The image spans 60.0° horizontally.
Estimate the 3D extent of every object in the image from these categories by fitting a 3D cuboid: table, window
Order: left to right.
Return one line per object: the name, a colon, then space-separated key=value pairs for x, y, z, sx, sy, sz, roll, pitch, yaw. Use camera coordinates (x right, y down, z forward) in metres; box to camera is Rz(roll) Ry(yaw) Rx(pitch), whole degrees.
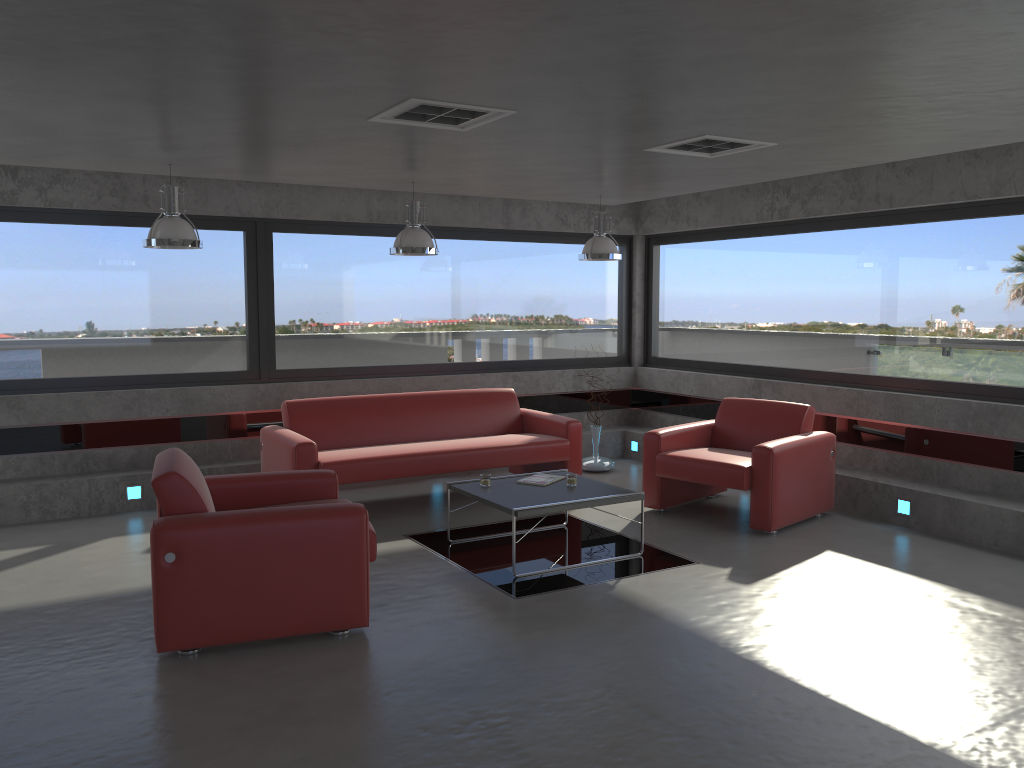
window: x=-2.103 y=-0.779 z=8.234 sx=7.800 sy=1.364 sz=0.003 roll=-3 pitch=6 yaw=-30
table: x=0.216 y=0.929 z=6.148 sx=1.018 sy=0.436 sz=0.994 roll=-3 pitch=6 yaw=-30
window: x=2.745 y=-0.773 z=8.175 sx=0.003 sy=1.364 sz=4.583 roll=-3 pitch=6 yaw=-30

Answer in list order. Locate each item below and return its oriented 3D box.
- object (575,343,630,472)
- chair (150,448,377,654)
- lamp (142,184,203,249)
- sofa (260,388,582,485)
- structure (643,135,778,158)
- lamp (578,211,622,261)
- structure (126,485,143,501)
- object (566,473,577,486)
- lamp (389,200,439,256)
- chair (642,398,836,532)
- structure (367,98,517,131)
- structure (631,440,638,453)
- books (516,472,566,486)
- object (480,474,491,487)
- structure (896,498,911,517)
object: x=0.870 y=0.231 z=9.032 sx=0.466 sy=1.289 sz=0.531 roll=-2 pitch=6 yaw=-17
chair: x=-1.373 y=0.794 z=4.912 sx=1.130 sy=0.854 sz=1.196 roll=-2 pitch=6 yaw=-20
lamp: x=-2.332 y=-1.148 z=6.080 sx=0.388 sy=0.422 sz=0.389 roll=-3 pitch=6 yaw=-30
sofa: x=-0.730 y=0.540 z=7.656 sx=2.626 sy=0.854 sz=1.120 roll=-3 pitch=6 yaw=-30
structure: x=1.188 y=-1.545 z=5.339 sx=0.563 sy=0.240 sz=0.563 roll=-3 pitch=6 yaw=-30
lamp: x=0.784 y=-1.314 z=7.876 sx=0.389 sy=0.422 sz=0.388 roll=-5 pitch=7 yaw=-41
structure: x=-3.095 y=0.892 z=7.266 sx=0.123 sy=0.123 sz=0.004 roll=-3 pitch=6 yaw=-30
object: x=0.421 y=0.675 z=6.242 sx=0.079 sy=0.077 sz=0.079 roll=-2 pitch=6 yaw=-22
lamp: x=-0.774 y=-1.231 z=6.978 sx=0.388 sy=0.422 sz=0.389 roll=-3 pitch=6 yaw=-30
chair: x=1.805 y=0.587 z=7.145 sx=1.196 sy=0.854 sz=1.130 roll=5 pitch=7 yaw=45
structure: x=-0.360 y=-1.462 z=4.447 sx=0.563 sy=0.240 sz=0.563 roll=-3 pitch=6 yaw=-30
structure: x=1.328 y=0.674 z=9.609 sx=0.004 sy=0.123 sz=0.123 roll=-3 pitch=6 yaw=-30
books: x=0.212 y=0.687 z=6.412 sx=0.228 sy=0.022 sz=0.326 roll=3 pitch=6 yaw=30
object: x=-0.187 y=0.676 z=6.234 sx=0.079 sy=0.077 sz=0.079 roll=5 pitch=7 yaw=43
structure: x=2.986 y=0.939 z=6.758 sx=0.004 sy=0.123 sz=0.123 roll=-3 pitch=6 yaw=-30
